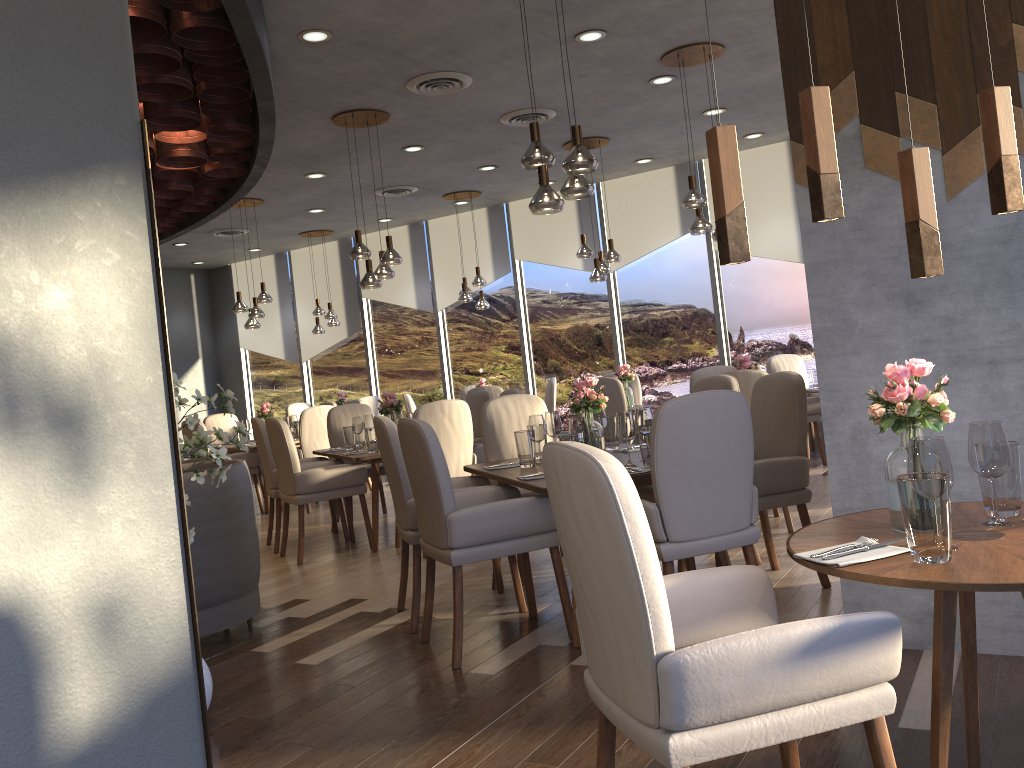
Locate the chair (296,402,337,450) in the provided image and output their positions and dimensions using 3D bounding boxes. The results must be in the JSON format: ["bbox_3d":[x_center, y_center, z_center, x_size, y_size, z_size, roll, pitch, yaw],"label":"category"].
[{"bbox_3d":[-2.253,0.726,9.974,0.527,1.001,0.601,-7,0,45],"label":"chair"}]

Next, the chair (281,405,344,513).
[{"bbox_3d":[-1.988,0.720,8.700,0.598,1.001,0.529,-7,0,45],"label":"chair"}]

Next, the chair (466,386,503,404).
[{"bbox_3d":[-0.261,0.516,9.543,0.528,1.001,0.599,-6,0,-6],"label":"chair"}]

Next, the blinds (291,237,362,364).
[{"bbox_3d":[-2.700,-1.679,12.634,1.171,2.682,0.007,-7,-1,31],"label":"blinds"}]

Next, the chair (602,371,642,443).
[{"bbox_3d":[1.103,0.379,8.916,0.528,1.001,0.600,-6,0,12],"label":"chair"}]

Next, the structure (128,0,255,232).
[{"bbox_3d":[-3.534,-1.654,6.686,2.759,0.557,9.438,-7,1,-29],"label":"structure"}]

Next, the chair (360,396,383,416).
[{"bbox_3d":[-1.919,0.666,11.224,0.598,1.001,0.529,-7,0,45],"label":"chair"}]

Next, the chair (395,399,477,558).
[{"bbox_3d":[-0.532,0.611,6.031,0.529,1.001,0.599,-6,0,-28],"label":"chair"}]

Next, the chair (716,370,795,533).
[{"bbox_3d":[1.437,0.405,5.558,0.528,1.001,0.600,-6,0,8],"label":"chair"}]

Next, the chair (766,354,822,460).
[{"bbox_3d":[2.836,0.195,8.624,0.529,1.001,0.599,-6,0,-16],"label":"chair"}]

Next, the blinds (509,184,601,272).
[{"bbox_3d":[0.431,-2.570,10.725,1.171,2.682,0.007,-7,-1,31],"label":"blinds"}]

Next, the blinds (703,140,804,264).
[{"bbox_3d":[2.605,-2.484,9.434,1.171,2.682,0.007,-7,-1,31],"label":"blinds"}]

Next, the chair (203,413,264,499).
[{"bbox_3d":[-3.125,0.822,9.917,0.529,1.001,0.598,-6,0,-40],"label":"chair"}]

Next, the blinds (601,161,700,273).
[{"bbox_3d":[1.509,-2.675,10.078,1.171,2.682,0.007,-7,-1,31],"label":"blinds"}]

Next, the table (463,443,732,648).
[{"bbox_3d":[0.418,0.706,4.268,0.965,0.666,1.305,-6,1,-18],"label":"table"}]

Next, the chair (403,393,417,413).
[{"bbox_3d":[-0.895,0.574,10.129,0.600,1.001,0.528,-6,0,-3],"label":"chair"}]

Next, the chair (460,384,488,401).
[{"bbox_3d":[-0.362,0.506,10.700,0.528,1.001,0.599,-6,0,-7],"label":"chair"}]

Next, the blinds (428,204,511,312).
[{"bbox_3d":[-0.617,-2.322,11.361,1.171,2.682,0.007,-7,-1,31],"label":"blinds"}]

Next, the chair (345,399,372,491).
[{"bbox_3d":[-1.878,0.692,9.554,0.601,1.001,0.527,-6,0,-40],"label":"chair"}]

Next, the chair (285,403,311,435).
[{"bbox_3d":[-2.725,0.738,12.054,0.598,1.001,0.529,-7,0,44],"label":"chair"}]

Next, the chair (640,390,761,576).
[{"bbox_3d":[0.660,0.528,3.500,0.529,1.001,0.599,-6,0,-21],"label":"chair"}]

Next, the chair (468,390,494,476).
[{"bbox_3d":[-0.425,0.575,7.322,0.600,1.001,0.527,-6,0,-28],"label":"chair"}]

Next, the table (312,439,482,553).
[{"bbox_3d":[-0.877,0.801,6.774,0.966,0.666,1.305,-6,1,-26],"label":"table"}]

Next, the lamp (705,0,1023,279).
[{"bbox_3d":[0.867,-1.211,2.084,1.162,1.932,0.118,-6,-1,-14],"label":"lamp"}]

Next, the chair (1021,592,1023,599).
[{"bbox_3d":[1.660,0.442,2.215,0.600,1.001,0.527,-6,0,-17],"label":"chair"}]

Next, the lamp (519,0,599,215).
[{"bbox_3d":[0.182,-1.480,4.275,0.439,1.327,0.439,-6,-1,16],"label":"lamp"}]

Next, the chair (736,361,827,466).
[{"bbox_3d":[2.398,0.255,7.977,0.600,1.001,0.528,-6,0,-12],"label":"chair"}]

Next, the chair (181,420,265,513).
[{"bbox_3d":[-2.845,0.814,8.668,0.527,1.001,0.601,-7,0,43],"label":"chair"}]

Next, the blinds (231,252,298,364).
[{"bbox_3d":[-3.766,-1.575,13.274,1.171,2.682,0.007,-7,-1,31],"label":"blinds"}]

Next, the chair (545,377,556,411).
[{"bbox_3d":[0.259,0.448,10.163,0.600,1.001,0.528,-6,0,-2],"label":"chair"}]

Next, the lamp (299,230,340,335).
[{"bbox_3d":[-2.502,-1.324,11.656,0.438,1.327,0.440,-7,-1,30],"label":"lamp"}]

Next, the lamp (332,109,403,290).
[{"bbox_3d":[-1.091,-1.388,6.813,0.438,1.327,0.440,-7,-1,36],"label":"lamp"}]

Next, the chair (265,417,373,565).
[{"bbox_3d":[-1.369,0.698,6.245,0.600,1.001,0.527,-6,0,-30],"label":"chair"}]

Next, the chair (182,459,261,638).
[{"bbox_3d":[-1.587,0.835,4.469,0.596,0.838,0.773,-6,0,-39],"label":"chair"}]

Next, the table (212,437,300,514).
[{"bbox_3d":[-2.523,0.934,9.314,0.966,0.666,1.304,-7,1,-42],"label":"table"}]

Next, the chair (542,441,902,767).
[{"bbox_3d":[0.426,0.583,1.878,0.600,1.001,0.527,-6,0,-16],"label":"chair"}]

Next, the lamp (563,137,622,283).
[{"bbox_3d":[0.774,-1.620,8.386,0.438,1.327,0.440,-7,-1,33],"label":"lamp"}]

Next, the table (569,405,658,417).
[{"bbox_3d":[0.986,0.571,8.344,0.834,0.662,0.833,-6,0,-9],"label":"table"}]

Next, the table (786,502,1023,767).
[{"bbox_3d":[1.097,0.676,2.026,0.833,0.662,0.835,-6,0,22],"label":"table"}]

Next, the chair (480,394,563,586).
[{"bbox_3d":[0.120,0.558,5.062,0.529,1.001,0.599,-6,0,-16],"label":"chair"}]

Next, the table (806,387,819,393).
[{"bbox_3d":[3.048,0.352,8.026,0.833,0.662,0.834,-6,0,17],"label":"table"}]

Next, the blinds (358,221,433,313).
[{"bbox_3d":[-1.681,-2.217,12.000,1.171,2.682,0.007,-7,-1,31],"label":"blinds"}]

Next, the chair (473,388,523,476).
[{"bbox_3d":[-0.187,0.559,6.810,0.600,1.001,0.527,-6,0,-23],"label":"chair"}]

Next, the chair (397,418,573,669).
[{"bbox_3d":[-0.132,0.608,3.806,0.600,1.001,0.527,-6,0,-23],"label":"chair"}]

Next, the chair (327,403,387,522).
[{"bbox_3d":[-1.276,0.664,7.522,0.529,1.001,0.599,-6,0,-23],"label":"chair"}]

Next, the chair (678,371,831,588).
[{"bbox_3d":[1.101,0.466,4.215,0.600,1.001,0.527,-6,0,-16],"label":"chair"}]

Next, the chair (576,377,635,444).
[{"bbox_3d":[0.840,0.429,7.786,0.528,1.001,0.600,-6,0,12],"label":"chair"}]

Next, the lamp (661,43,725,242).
[{"bbox_3d":[1.333,-1.640,6.177,0.438,1.327,0.440,-7,-1,38],"label":"lamp"}]

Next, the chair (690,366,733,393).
[{"bbox_3d":[1.614,0.364,6.706,0.528,1.001,0.600,-6,0,7],"label":"chair"}]

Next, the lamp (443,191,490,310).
[{"bbox_3d":[-0.502,-1.515,10.191,0.439,1.327,0.440,-6,-1,24],"label":"lamp"}]

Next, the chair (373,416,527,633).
[{"bbox_3d":[-0.325,0.620,4.341,0.600,1.001,0.527,-6,0,-16],"label":"chair"}]

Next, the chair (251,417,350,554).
[{"bbox_3d":[-1.628,0.717,6.751,0.600,1.001,0.527,-6,0,-23],"label":"chair"}]

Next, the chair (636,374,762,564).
[{"bbox_3d":[0.928,0.475,4.753,0.600,1.001,0.527,-6,0,-21],"label":"chair"}]

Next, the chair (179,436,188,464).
[{"bbox_3d":[-3.240,0.850,9.077,0.601,1.001,0.527,-6,0,-40],"label":"chair"}]

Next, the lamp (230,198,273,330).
[{"bbox_3d":[-2.772,-1.251,9.327,0.440,1.327,0.439,-6,-1,-20],"label":"lamp"}]
